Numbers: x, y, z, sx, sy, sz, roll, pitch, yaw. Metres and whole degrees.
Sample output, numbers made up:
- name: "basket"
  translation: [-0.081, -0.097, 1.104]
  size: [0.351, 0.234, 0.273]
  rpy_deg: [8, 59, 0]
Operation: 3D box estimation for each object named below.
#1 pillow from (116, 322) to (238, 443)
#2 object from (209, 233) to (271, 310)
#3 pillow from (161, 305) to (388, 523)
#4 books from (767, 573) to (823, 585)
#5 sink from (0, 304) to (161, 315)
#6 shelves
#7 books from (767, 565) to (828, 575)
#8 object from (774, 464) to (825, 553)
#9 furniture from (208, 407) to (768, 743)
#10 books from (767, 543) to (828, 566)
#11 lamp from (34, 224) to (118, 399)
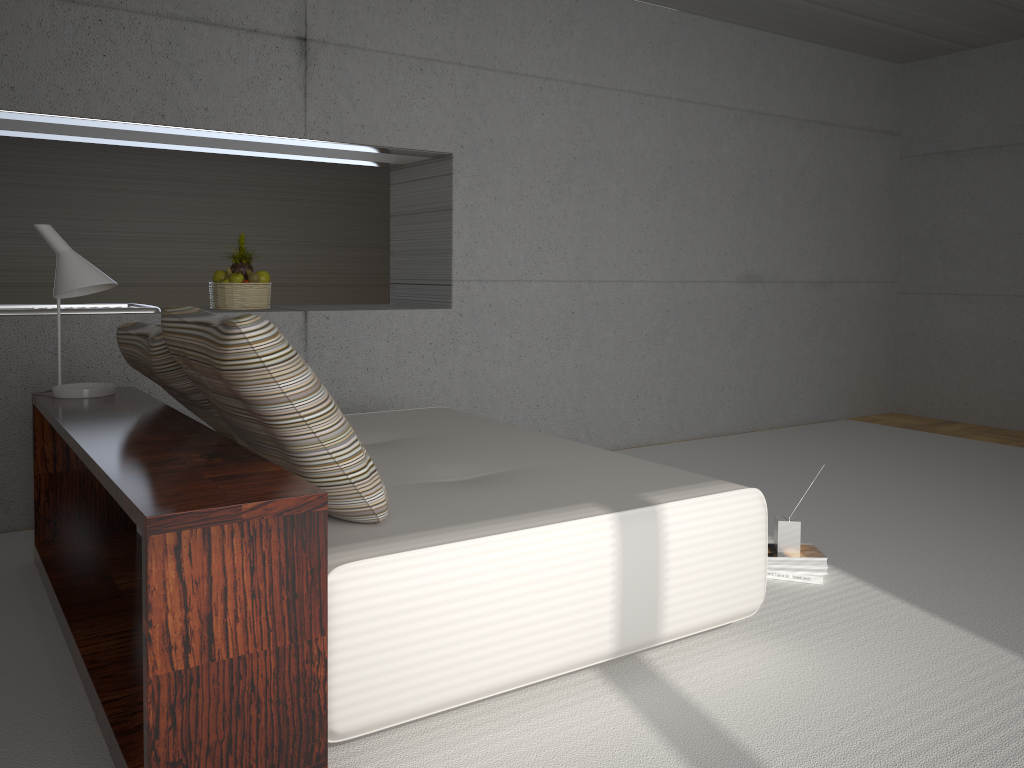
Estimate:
- name: "pillow"
  translation: [-1.158, 0.029, 3.420]
  size: [0.578, 0.515, 0.810]
  rpy_deg: [-3, 7, -33]
- name: "object"
  translation: [-1.564, -0.655, 5.114]
  size: [0.370, 0.440, 0.334]
  rpy_deg: [4, 6, 42]
- name: "pillow"
  translation: [-0.725, 0.075, 2.679]
  size: [0.491, 0.607, 0.804]
  rpy_deg: [-2, 6, -34]
- name: "books"
  translation: [1.146, 0.768, 3.653]
  size: [0.265, 0.032, 0.190]
  rpy_deg: [3, 7, 20]
- name: "sink"
  translation: [-2.673, -0.434, 4.397]
  size: [1.705, 0.537, 0.770]
  rpy_deg: [-4, 7, -34]
- name: "shelves"
  translation: [-1.223, 0.499, 2.894]
  size: [0.400, 0.712, 2.261]
  rpy_deg: [-2, 7, -34]
- name: "books"
  translation: [1.147, 0.736, 3.652]
  size: [0.264, 0.032, 0.190]
  rpy_deg: [1, 7, 5]
- name: "object"
  translation: [1.189, 0.505, 3.653]
  size: [0.185, 0.365, 0.090]
  rpy_deg: [1, 3, 7]
- name: "furniture"
  translation: [-0.390, 0.537, 3.439]
  size: [1.614, 0.520, 2.179]
  rpy_deg: [-4, 8, -34]
- name: "books"
  translation: [1.142, 0.703, 3.656]
  size: [0.264, 0.032, 0.190]
  rpy_deg: [1, 7, 0]
- name: "lamp"
  translation: [-1.779, -0.305, 3.647]
  size: [0.324, 0.697, 0.245]
  rpy_deg: [3, 4, 37]
